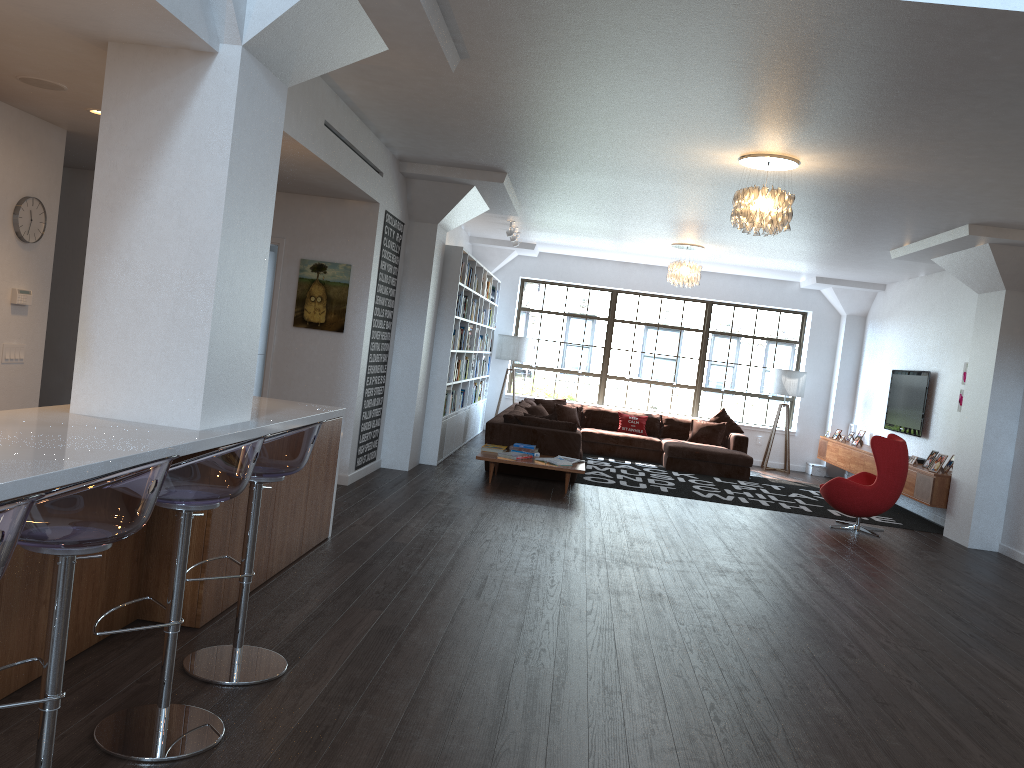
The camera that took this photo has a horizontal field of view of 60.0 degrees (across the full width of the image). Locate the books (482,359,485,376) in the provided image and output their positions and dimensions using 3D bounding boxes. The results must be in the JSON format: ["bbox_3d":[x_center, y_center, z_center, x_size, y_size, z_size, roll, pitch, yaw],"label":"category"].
[{"bbox_3d":[-0.516,-0.260,13.443,0.183,0.253,0.042,7,2,4],"label":"books"}]

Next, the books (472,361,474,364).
[{"bbox_3d":[-0.635,-0.304,12.049,0.223,0.032,0.161,7,2,4],"label":"books"}]

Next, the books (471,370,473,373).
[{"bbox_3d":[-0.665,-0.189,12.071,0.259,0.040,0.180,7,2,4],"label":"books"}]

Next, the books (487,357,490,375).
[{"bbox_3d":[-0.452,-0.299,14.145,0.176,0.290,0.053,7,2,4],"label":"books"}]

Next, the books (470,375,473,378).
[{"bbox_3d":[-0.670,-0.112,12.046,0.246,0.038,0.171,7,2,4],"label":"books"}]

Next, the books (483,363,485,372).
[{"bbox_3d":[-0.508,-0.246,13.508,0.161,0.223,0.032,7,2,4],"label":"books"}]

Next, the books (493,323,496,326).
[{"bbox_3d":[-0.418,-0.951,13.942,0.284,0.033,0.197,8,2,19],"label":"books"}]

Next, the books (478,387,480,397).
[{"bbox_3d":[-0.582,0.123,13.191,0.183,0.253,0.037,7,2,4],"label":"books"}]

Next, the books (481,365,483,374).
[{"bbox_3d":[-0.536,-0.253,13.255,0.183,0.253,0.039,7,2,4],"label":"books"}]

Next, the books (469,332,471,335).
[{"bbox_3d":[-0.625,-0.668,11.585,0.161,0.033,0.223,7,2,4],"label":"books"}]

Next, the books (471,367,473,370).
[{"bbox_3d":[-0.647,-0.229,12.054,0.231,0.044,0.168,7,2,-1],"label":"books"}]

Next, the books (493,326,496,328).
[{"bbox_3d":[-0.423,-0.917,13.943,0.284,0.035,0.197,9,3,34],"label":"books"}]

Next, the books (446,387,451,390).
[{"bbox_3d":[-0.810,0.041,9.967,0.223,0.027,0.161,8,2,14],"label":"books"}]

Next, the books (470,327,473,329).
[{"bbox_3d":[-0.600,-0.755,11.591,0.129,0.043,0.185,8,2,19],"label":"books"}]

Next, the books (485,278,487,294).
[{"bbox_3d":[-0.450,-1.364,12.511,0.176,0.290,0.053,7,2,4],"label":"books"}]

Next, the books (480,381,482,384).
[{"bbox_3d":[-0.540,0.093,13.505,0.140,0.298,0.044,7,2,4],"label":"books"}]

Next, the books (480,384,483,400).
[{"bbox_3d":[-0.551,0.112,13.643,0.171,0.246,0.057,7,2,4],"label":"books"}]

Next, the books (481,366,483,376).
[{"bbox_3d":[-0.527,-0.253,13.323,0.171,0.246,0.036,7,2,4],"label":"books"}]

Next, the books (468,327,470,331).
[{"bbox_3d":[-0.630,-0.708,11.186,0.174,0.045,0.240,7,2,4],"label":"books"}]

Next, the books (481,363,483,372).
[{"bbox_3d":[-0.534,-0.250,13.149,0.174,0.251,0.051,7,2,4],"label":"books"}]

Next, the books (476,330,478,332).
[{"bbox_3d":[-0.581,-0.721,11.922,0.223,0.031,0.161,7,2,4],"label":"books"}]

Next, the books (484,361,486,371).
[{"bbox_3d":[-0.501,-0.254,13.667,0.168,0.228,0.139,7,2,4],"label":"books"}]

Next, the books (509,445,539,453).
[{"bbox_3d":[0.131,0.700,9.555,0.279,0.035,0.191,8,2,14],"label":"books"}]

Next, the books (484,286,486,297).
[{"bbox_3d":[-0.457,-1.339,12.429,0.171,0.246,0.057,7,2,4],"label":"books"}]

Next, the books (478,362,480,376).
[{"bbox_3d":[-0.556,-0.225,12.867,0.161,0.222,0.084,7,2,4],"label":"books"}]

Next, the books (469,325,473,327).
[{"bbox_3d":[-0.619,-0.742,11.161,0.223,0.027,0.161,8,2,14],"label":"books"}]

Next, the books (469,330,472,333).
[{"bbox_3d":[-0.634,-0.700,11.608,0.223,0.027,0.161,7,2,-6],"label":"books"}]

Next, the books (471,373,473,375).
[{"bbox_3d":[-0.667,-0.150,12.047,0.251,0.037,0.160,8,2,9],"label":"books"}]

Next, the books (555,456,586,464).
[{"bbox_3d":[0.607,0.800,9.448,0.256,0.035,0.350,8,3,30],"label":"books"}]

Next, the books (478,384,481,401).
[{"bbox_3d":[-0.570,0.118,13.336,0.183,0.253,0.037,7,2,4],"label":"books"}]

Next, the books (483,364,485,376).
[{"bbox_3d":[-0.502,-0.240,13.580,0.161,0.221,0.035,7,2,4],"label":"books"}]

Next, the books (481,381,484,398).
[{"bbox_3d":[-0.545,0.087,13.725,0.176,0.290,0.053,7,2,4],"label":"books"}]

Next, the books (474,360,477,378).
[{"bbox_3d":[-0.592,-0.222,12.400,0.174,0.243,0.085,7,2,4],"label":"books"}]

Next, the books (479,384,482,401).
[{"bbox_3d":[-0.565,0.117,13.456,0.189,0.247,0.057,7,2,4],"label":"books"}]

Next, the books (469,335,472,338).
[{"bbox_3d":[-0.624,-0.632,11.579,0.183,0.042,0.253,7,2,4],"label":"books"}]

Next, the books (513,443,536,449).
[{"bbox_3d":[0.139,0.669,9.551,0.224,0.027,0.157,8,2,9],"label":"books"}]

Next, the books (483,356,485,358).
[{"bbox_3d":[-0.526,-0.420,13.159,0.224,0.030,0.161,8,2,14],"label":"books"}]

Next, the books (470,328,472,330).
[{"bbox_3d":[-0.611,-0.723,11.597,0.144,0.024,0.208,8,2,9],"label":"books"}]

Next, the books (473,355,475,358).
[{"bbox_3d":[-0.614,-0.386,12.032,0.185,0.041,0.129,8,2,19],"label":"books"}]

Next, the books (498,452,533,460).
[{"bbox_3d":[0.029,0.740,9.157,0.236,0.035,0.340,8,3,29],"label":"books"}]

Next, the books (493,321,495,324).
[{"bbox_3d":[-0.412,-0.983,13.935,0.254,0.032,0.174,9,3,39],"label":"books"}]

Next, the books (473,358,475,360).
[{"bbox_3d":[-0.614,-0.354,12.039,0.208,0.024,0.144,8,2,9],"label":"books"}]

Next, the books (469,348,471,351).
[{"bbox_3d":[-0.639,-0.467,11.582,0.171,0.039,0.246,7,2,4],"label":"books"}]

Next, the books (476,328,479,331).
[{"bbox_3d":[-0.577,-0.751,11.929,0.224,0.030,0.161,8,2,14],"label":"books"}]

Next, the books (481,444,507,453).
[{"bbox_3d":[-0.187,0.694,9.516,0.241,0.045,0.334,7,2,6],"label":"books"}]

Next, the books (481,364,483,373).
[{"bbox_3d":[-0.526,-0.237,13.220,0.161,0.223,0.030,7,2,4],"label":"books"}]

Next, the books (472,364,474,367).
[{"bbox_3d":[-0.646,-0.270,12.045,0.253,0.040,0.183,7,2,4],"label":"books"}]

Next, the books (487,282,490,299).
[{"bbox_3d":[-0.426,-1.352,12.752,0.183,0.253,0.034,7,2,4],"label":"books"}]

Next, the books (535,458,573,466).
[{"bbox_3d":[0.426,0.790,9.117,0.342,0.040,0.231,9,3,44],"label":"books"}]

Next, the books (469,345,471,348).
[{"bbox_3d":[-0.637,-0.506,11.579,0.160,0.039,0.251,8,2,9],"label":"books"}]
